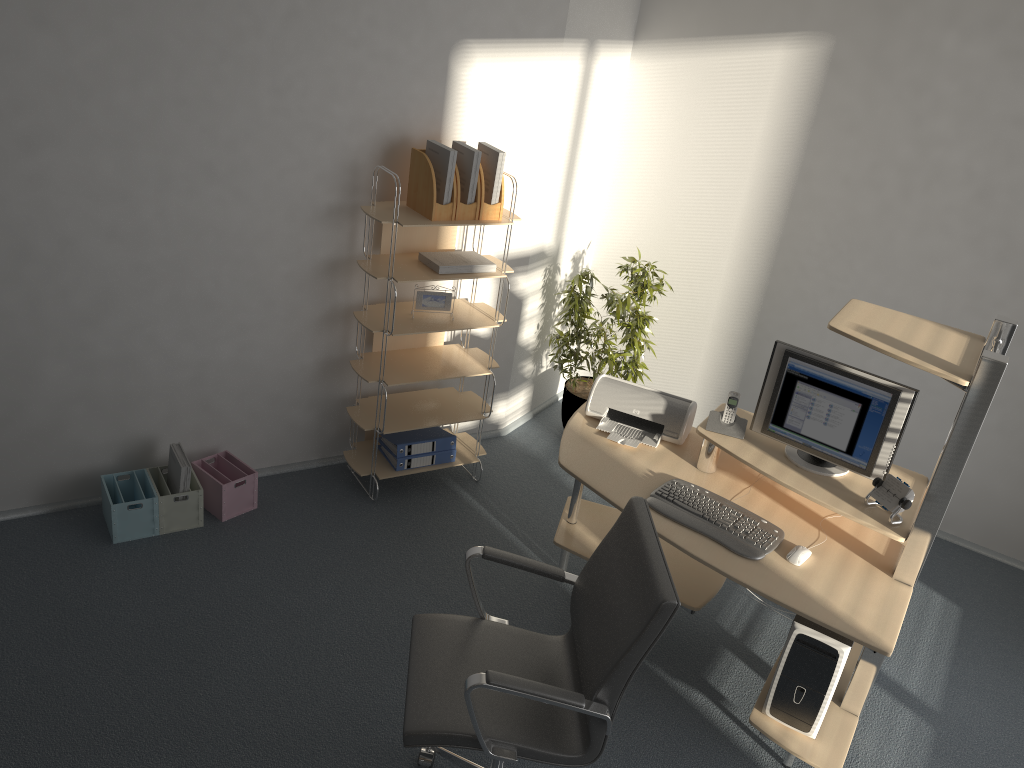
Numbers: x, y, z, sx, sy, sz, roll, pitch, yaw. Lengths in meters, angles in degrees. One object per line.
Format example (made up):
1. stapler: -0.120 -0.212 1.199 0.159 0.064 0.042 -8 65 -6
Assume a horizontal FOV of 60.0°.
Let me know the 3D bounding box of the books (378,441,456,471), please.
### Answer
1. books: -0.484 0.322 4.461 0.320 0.072 0.262 -7 29 -30

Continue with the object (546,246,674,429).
1. object: 0.522 -0.190 4.951 0.644 1.147 0.544 -7 29 -30

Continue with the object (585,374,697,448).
1. object: 0.518 0.123 3.700 0.438 0.162 0.351 18 26 18

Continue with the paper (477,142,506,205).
1. paper: -0.113 -0.920 4.007 0.045 0.297 0.213 -6 29 -28

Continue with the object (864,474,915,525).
1. object: 1.304 0.392 3.051 0.093 0.135 0.154 -2 27 -23

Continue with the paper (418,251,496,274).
1. paper: -0.253 -0.564 4.104 0.297 0.046 0.213 -8 30 -31

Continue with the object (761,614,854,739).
1. object: 1.117 0.961 3.225 0.199 0.422 0.471 22 28 25

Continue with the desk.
1. desk: 0.776 0.375 3.326 1.469 1.566 0.967 22 28 25

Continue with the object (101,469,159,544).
1. object: -1.647 0.527 3.824 0.185 0.202 0.245 -8 30 -32

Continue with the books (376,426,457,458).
1. books: -0.481 0.268 4.445 0.320 0.100 0.263 -7 29 -30

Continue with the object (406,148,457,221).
1. object: -0.346 -0.874 3.879 0.113 0.259 0.243 -9 30 -33

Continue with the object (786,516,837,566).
1. object: 1.198 0.533 3.273 0.168 0.088 0.742 23 28 27

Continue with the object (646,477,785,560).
1. object: 0.895 0.430 3.395 0.478 0.082 0.814 26 30 32

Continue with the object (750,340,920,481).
1. object: 1.199 0.106 3.288 0.245 0.418 0.516 -16 35 -42

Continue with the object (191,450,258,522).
1. object: -1.315 0.468 4.060 0.245 0.202 0.185 26 30 33

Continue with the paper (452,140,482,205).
1. paper: -0.222 -0.910 3.948 0.045 0.297 0.213 -7 30 -31

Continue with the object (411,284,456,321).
1. object: -0.363 -0.383 4.122 0.192 0.161 0.077 2 26 -15

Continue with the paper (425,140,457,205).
1. paper: -0.327 -0.895 3.883 0.045 0.297 0.213 -9 30 -33

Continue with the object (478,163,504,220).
1. object: -0.133 -0.900 4.005 0.113 0.259 0.243 -6 29 -28

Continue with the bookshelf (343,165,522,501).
1. bookshelf: -0.393 -0.231 4.220 0.724 1.572 0.381 -7 30 -31

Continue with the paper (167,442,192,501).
1. paper: -1.468 0.441 3.899 0.068 0.306 0.220 -8 30 -32

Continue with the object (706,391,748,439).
1. object: 0.857 0.109 3.482 0.150 0.151 0.119 15 26 12

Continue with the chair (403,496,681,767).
1. chair: 0.018 0.876 2.624 0.652 1.048 0.584 6 25 -6

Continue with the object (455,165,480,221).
1. object: -0.242 -0.889 3.945 0.113 0.259 0.243 -7 30 -31

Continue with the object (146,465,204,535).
1. object: -1.491 0.506 3.921 0.185 0.202 0.245 -8 30 -32
